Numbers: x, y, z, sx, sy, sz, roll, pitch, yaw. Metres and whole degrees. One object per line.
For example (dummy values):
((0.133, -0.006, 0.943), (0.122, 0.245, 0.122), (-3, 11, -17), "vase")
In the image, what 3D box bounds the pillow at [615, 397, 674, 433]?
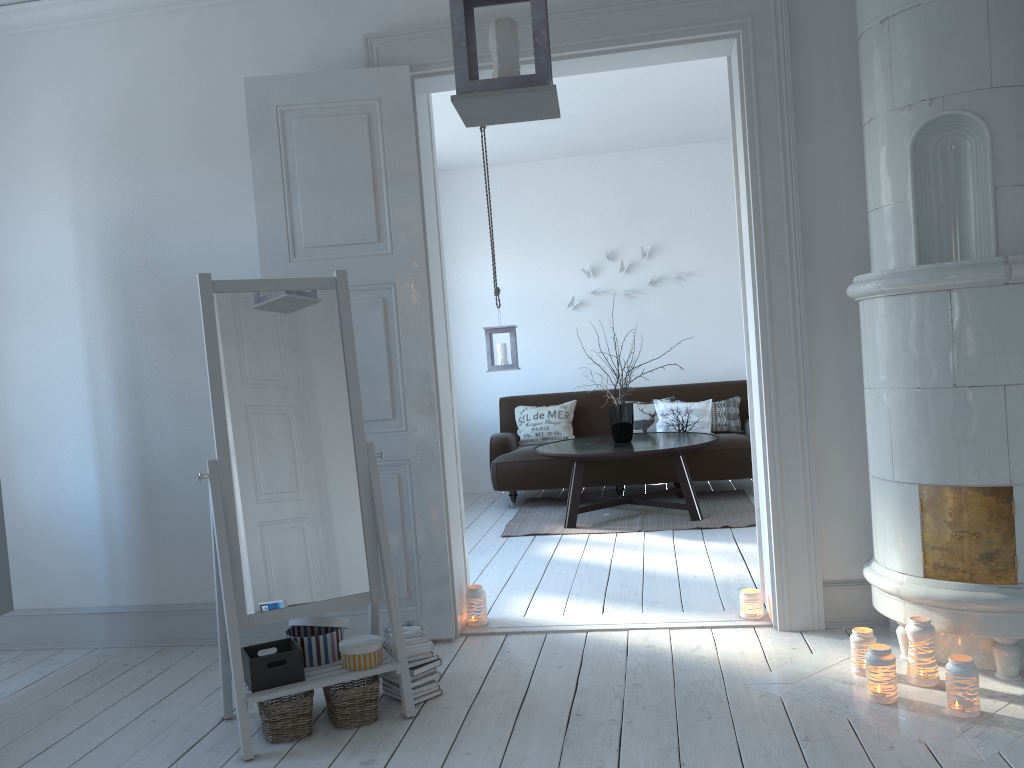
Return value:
((1.067, 0.290, 7.081), (0.473, 0.348, 0.158), (-4, 2, 7), "pillow")

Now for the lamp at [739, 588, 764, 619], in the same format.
((0.985, 0.906, 3.652), (0.093, 0.110, 0.093), (-3, 2, 26), "lamp")

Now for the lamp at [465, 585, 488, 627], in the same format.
((-0.154, 0.959, 3.841), (0.089, 0.166, 0.089), (-4, 2, 8), "lamp")

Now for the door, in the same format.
((0.327, -0.234, 3.675), (2.599, 2.507, 0.577), (-4, 3, 9), "door")

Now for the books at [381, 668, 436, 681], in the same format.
((-0.368, 0.996, 3.103), (0.167, 0.022, 0.128), (-3, 2, 43), "books")

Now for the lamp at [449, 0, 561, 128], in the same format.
((-0.075, -1.500, 1.973), (0.228, 1.763, 0.228), (-4, 3, 6), "lamp")

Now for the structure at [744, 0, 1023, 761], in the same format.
((1.403, -0.376, 2.952), (1.246, 2.830, 0.800), (-6, 3, -36), "structure")

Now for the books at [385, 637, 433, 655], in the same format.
((-0.361, 0.897, 3.088), (0.128, 0.026, 0.200), (-5, 2, -20), "books")

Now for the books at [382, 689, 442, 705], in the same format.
((-0.350, 1.077, 3.107), (0.128, 0.016, 0.178), (-6, 2, -43), "books")

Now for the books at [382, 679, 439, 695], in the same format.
((-0.357, 1.044, 3.102), (0.128, 0.016, 0.181), (-5, 2, -36), "books")

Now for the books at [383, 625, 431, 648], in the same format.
((-0.369, 0.876, 3.091), (0.132, 0.017, 0.187), (-5, 2, -18), "books")

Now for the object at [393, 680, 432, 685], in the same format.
((-0.364, 1.029, 3.113), (0.111, 0.014, 0.156), (-6, 2, -38), "object")

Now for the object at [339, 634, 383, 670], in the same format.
((-0.498, 0.888, 2.936), (0.142, 0.074, 0.142), (-5, 2, -7), "object")

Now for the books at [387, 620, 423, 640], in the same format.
((-0.376, 0.860, 3.104), (0.111, 0.014, 0.156), (-5, 2, -12), "books")

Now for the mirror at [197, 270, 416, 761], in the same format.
((-0.708, 0.368, 2.932), (0.610, 1.490, 0.417), (-6, 3, -26), "mirror")

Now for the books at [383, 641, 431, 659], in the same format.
((-0.367, 0.919, 3.096), (0.128, 0.016, 0.180), (-5, 2, -20), "books")

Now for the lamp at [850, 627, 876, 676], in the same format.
((1.184, 0.900, 2.985), (0.084, 0.146, 0.084), (-4, 2, 13), "lamp")

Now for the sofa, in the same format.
((0.930, 0.457, 7.042), (2.165, 0.825, 0.968), (-4, 2, 9), "sofa")

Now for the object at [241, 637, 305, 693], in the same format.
((-0.767, 0.898, 2.842), (0.165, 0.103, 0.155), (-5, 2, -26), "object")

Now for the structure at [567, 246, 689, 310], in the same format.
((0.957, -0.903, 7.429), (1.025, 0.478, 0.085), (-4, 3, 9), "structure")

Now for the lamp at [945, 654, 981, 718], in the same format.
((1.328, 0.889, 2.613), (0.089, 0.166, 0.089), (-4, 2, 8), "lamp")

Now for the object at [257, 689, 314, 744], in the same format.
((-0.741, 1.057, 2.892), (0.185, 0.140, 0.295), (-5, 2, -19), "object")

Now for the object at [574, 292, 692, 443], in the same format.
((0.855, -0.124, 6.157), (0.845, 1.067, 0.525), (-5, 3, -20), "object")

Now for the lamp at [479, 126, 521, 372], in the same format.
((-0.127, -0.974, 6.355), (0.228, 1.763, 0.228), (-4, 3, 6), "lamp")

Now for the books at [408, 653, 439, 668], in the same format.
((-0.359, 0.952, 3.101), (0.128, 0.016, 0.178), (-6, 2, -38), "books")

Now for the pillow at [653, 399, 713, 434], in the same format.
((1.343, 0.263, 6.960), (0.471, 0.309, 0.188), (-4, 2, 9), "pillow")

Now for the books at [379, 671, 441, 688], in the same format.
((-0.359, 1.016, 3.099), (0.132, 0.017, 0.187), (-6, 2, -44), "books")

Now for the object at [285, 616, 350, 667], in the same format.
((-0.671, 0.857, 3.058), (0.207, 0.159, 0.240), (-4, 2, 17), "object")

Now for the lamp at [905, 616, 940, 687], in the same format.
((1.322, 0.861, 2.862), (0.098, 0.210, 0.098), (-4, 2, 13), "lamp")

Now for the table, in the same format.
((0.817, 0.660, 6.272), (1.300, 0.503, 1.299), (-4, 2, -1), "table")

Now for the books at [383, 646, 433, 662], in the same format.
((-0.365, 0.935, 3.099), (0.128, 0.016, 0.176), (-5, 2, -25), "books")

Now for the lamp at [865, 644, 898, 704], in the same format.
((1.147, 0.899, 2.756), (0.089, 0.166, 0.089), (-4, 2, 10), "lamp")

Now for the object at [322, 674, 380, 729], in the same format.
((-0.542, 1.039, 2.969), (0.185, 0.140, 0.295), (-5, 2, -19), "object")

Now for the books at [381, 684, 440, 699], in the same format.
((-0.355, 1.060, 3.105), (0.128, 0.016, 0.177), (-6, 2, -40), "books")

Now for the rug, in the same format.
((0.839, 0.883, 6.308), (1.710, 0.055, 1.455), (-4, 2, 9), "rug")

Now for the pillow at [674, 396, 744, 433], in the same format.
((1.559, 0.257, 7.040), (0.542, 0.288, 0.182), (-4, 2, 10), "pillow")

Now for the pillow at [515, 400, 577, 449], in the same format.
((0.277, 0.333, 7.244), (0.519, 0.367, 0.238), (-4, 2, 9), "pillow")

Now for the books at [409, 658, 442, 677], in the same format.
((-0.358, 0.972, 3.093), (0.193, 0.022, 0.128), (-3, 2, 41), "books")
